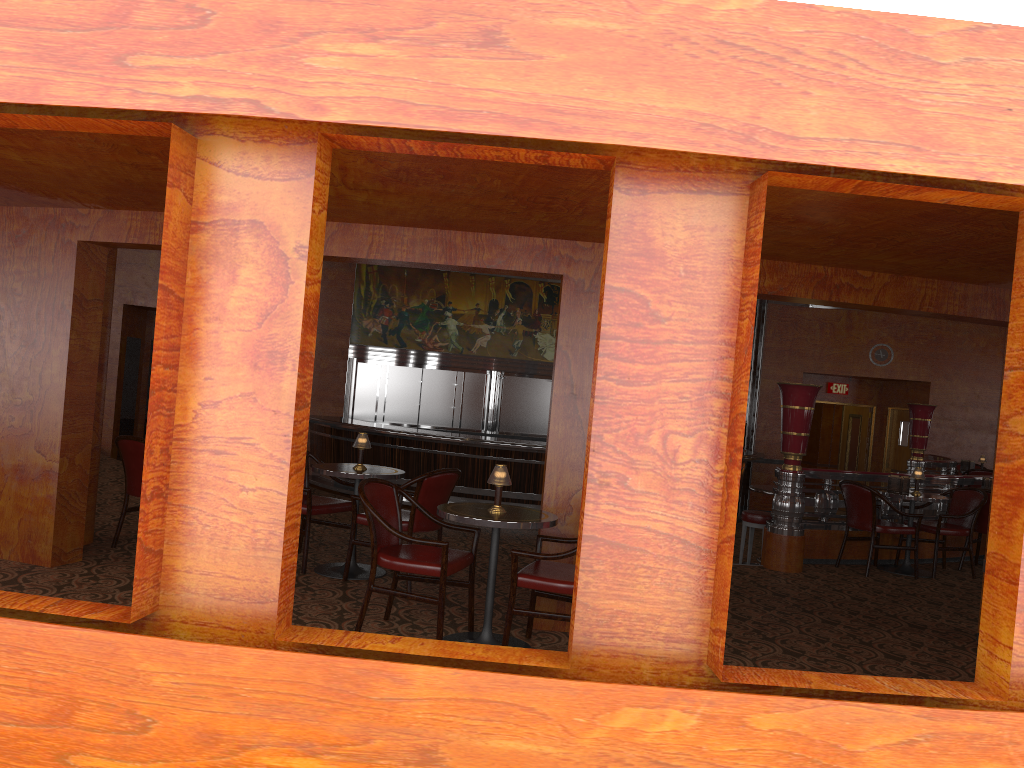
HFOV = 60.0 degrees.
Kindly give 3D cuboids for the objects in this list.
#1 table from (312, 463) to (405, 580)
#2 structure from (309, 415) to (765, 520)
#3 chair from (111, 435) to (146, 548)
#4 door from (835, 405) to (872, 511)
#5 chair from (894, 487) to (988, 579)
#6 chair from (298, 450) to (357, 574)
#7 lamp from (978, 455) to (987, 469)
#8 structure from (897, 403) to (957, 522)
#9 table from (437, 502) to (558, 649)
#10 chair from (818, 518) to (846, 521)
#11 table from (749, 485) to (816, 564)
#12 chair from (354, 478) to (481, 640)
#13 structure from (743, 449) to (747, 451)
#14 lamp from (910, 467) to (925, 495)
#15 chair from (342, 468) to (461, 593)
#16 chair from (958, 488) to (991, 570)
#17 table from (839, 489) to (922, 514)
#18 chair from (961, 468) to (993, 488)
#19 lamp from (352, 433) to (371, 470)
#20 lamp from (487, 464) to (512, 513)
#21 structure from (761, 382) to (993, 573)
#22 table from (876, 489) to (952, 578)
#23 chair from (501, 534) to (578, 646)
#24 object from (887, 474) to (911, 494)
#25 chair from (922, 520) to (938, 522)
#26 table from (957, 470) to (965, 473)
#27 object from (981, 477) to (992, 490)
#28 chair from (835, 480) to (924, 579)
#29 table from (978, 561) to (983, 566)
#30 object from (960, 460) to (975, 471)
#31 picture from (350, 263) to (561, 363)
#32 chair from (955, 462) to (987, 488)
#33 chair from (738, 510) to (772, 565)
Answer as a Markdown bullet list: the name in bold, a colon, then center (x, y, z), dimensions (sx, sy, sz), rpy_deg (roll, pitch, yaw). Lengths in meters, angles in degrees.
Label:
- **table**: center (-1.094, 0.947, 6.168), dimensions (0.639, 0.720, 0.640), rpy_deg (5, 0, 17)
- **structure**: center (0.573, 1.341, 13.124), dimensions (7.812, 1.047, 3.206), rpy_deg (5, 0, -9)
- **chair**: center (-2.519, 0.773, 6.353), dimensions (0.587, 0.817, 0.615), rpy_deg (5, 0, 26)
- **door**: center (6.287, 1.373, 16.359), dimensions (0.063, 1.983, 0.807), rpy_deg (5, 1, -15)
- **chair**: center (4.040, 1.357, 8.274), dimensions (0.615, 0.817, 0.587), rpy_deg (5, 0, -14)
- **chair**: center (-1.490, 0.864, 6.364), dimensions (0.615, 0.817, 0.588), rpy_deg (5, 1, 31)
- **lamp**: center (6.946, 1.182, 13.098), dimensions (0.130, 0.250, 0.130), rpy_deg (5, 1, 20)
- **structure**: center (6.245, 1.354, 13.081), dimensions (0.623, 2.024, 3.170), rpy_deg (5, 0, 31)
- **table**: center (-0.107, 1.033, 4.686), dimensions (0.639, 0.720, 0.640), rpy_deg (5, 0, 20)
- **chair**: center (3.163, 1.712, 8.740), dimensions (0.350, 0.755, 0.350), rpy_deg (5, 1, 32)
- **table**: center (2.859, 1.583, 9.227), dimensions (0.849, 0.960, 0.849), rpy_deg (5, 0, -7)
- **chair**: center (-0.542, 0.946, 4.793), dimensions (0.615, 0.817, 0.588), rpy_deg (5, 0, 16)
- **structure**: center (3.751, 0.873, 14.834), dimensions (0.360, 0.540, 0.280), rpy_deg (5, 1, 11)
- **lamp**: center (3.724, 0.890, 8.143), dimensions (0.130, 0.250, 0.130), rpy_deg (5, 1, 2)
- **chair**: center (-0.694, 0.934, 5.949), dimensions (0.615, 0.817, 0.588), rpy_deg (5, 1, 31)
- **chair**: center (4.626, 1.409, 8.515), dimensions (0.615, 0.817, 0.587), rpy_deg (5, 1, -39)
- **table**: center (4.003, 1.685, 9.756), dimensions (0.850, 0.960, 0.849), rpy_deg (5, 0, -29)
- **chair**: center (6.653, 1.594, 12.560), dimensions (0.587, 0.817, 0.615), rpy_deg (5, 0, 26)
- **lamp**: center (-1.047, 0.465, 6.164), dimensions (0.130, 0.250, 0.130), rpy_deg (5, 1, 13)
- **lamp**: center (-0.068, 0.550, 4.677), dimensions (0.130, 0.250, 0.130), rpy_deg (5, 1, -43)
- **structure**: center (4.075, 0.363, 8.949), dimensions (4.356, 3.606, 0.548), rpy_deg (5, 1, -35)
- **table**: center (3.671, 1.373, 8.185), dimensions (0.639, 0.720, 0.640), rpy_deg (5, 0, 34)
- **chair**: center (0.334, 1.024, 4.600), dimensions (0.615, 0.817, 0.588), rpy_deg (5, 0, 16)
- **object**: center (3.559, 0.923, 8.195), dimensions (0.169, 0.156, 0.195), rpy_deg (5, 0, 41)
- **chair**: center (4.606, 1.841, 9.672), dimensions (0.350, 0.755, 0.350), rpy_deg (5, 1, 7)
- **table**: center (6.903, 1.665, 13.101), dimensions (0.639, 0.720, 0.640), rpy_deg (5, 0, 20)
- **object**: center (4.897, 1.043, 9.124), dimensions (0.169, 0.156, 0.195), rpy_deg (5, 0, -39)
- **chair**: center (3.258, 1.287, 7.990), dimensions (0.615, 0.817, 0.587), rpy_deg (5, 0, -19)
- **table**: center (5.007, 1.492, 8.972), dimensions (0.640, 0.720, 0.639), rpy_deg (5, 0, -38)
- **object**: center (6.822, 1.218, 13.204), dimensions (0.169, 0.156, 0.195), rpy_deg (5, 0, -14)
- **picture**: center (0.531, -1.031, 14.690), dimensions (6.255, 1.323, 0.001), rpy_deg (5, 1, -9)
- **chair**: center (7.107, 1.636, 13.700), dimensions (0.587, 0.817, 0.615), rpy_deg (5, 0, 11)
- **chair**: center (2.417, 1.646, 8.757), dimensions (0.350, 0.755, 0.350), rpy_deg (6, 1, 40)
